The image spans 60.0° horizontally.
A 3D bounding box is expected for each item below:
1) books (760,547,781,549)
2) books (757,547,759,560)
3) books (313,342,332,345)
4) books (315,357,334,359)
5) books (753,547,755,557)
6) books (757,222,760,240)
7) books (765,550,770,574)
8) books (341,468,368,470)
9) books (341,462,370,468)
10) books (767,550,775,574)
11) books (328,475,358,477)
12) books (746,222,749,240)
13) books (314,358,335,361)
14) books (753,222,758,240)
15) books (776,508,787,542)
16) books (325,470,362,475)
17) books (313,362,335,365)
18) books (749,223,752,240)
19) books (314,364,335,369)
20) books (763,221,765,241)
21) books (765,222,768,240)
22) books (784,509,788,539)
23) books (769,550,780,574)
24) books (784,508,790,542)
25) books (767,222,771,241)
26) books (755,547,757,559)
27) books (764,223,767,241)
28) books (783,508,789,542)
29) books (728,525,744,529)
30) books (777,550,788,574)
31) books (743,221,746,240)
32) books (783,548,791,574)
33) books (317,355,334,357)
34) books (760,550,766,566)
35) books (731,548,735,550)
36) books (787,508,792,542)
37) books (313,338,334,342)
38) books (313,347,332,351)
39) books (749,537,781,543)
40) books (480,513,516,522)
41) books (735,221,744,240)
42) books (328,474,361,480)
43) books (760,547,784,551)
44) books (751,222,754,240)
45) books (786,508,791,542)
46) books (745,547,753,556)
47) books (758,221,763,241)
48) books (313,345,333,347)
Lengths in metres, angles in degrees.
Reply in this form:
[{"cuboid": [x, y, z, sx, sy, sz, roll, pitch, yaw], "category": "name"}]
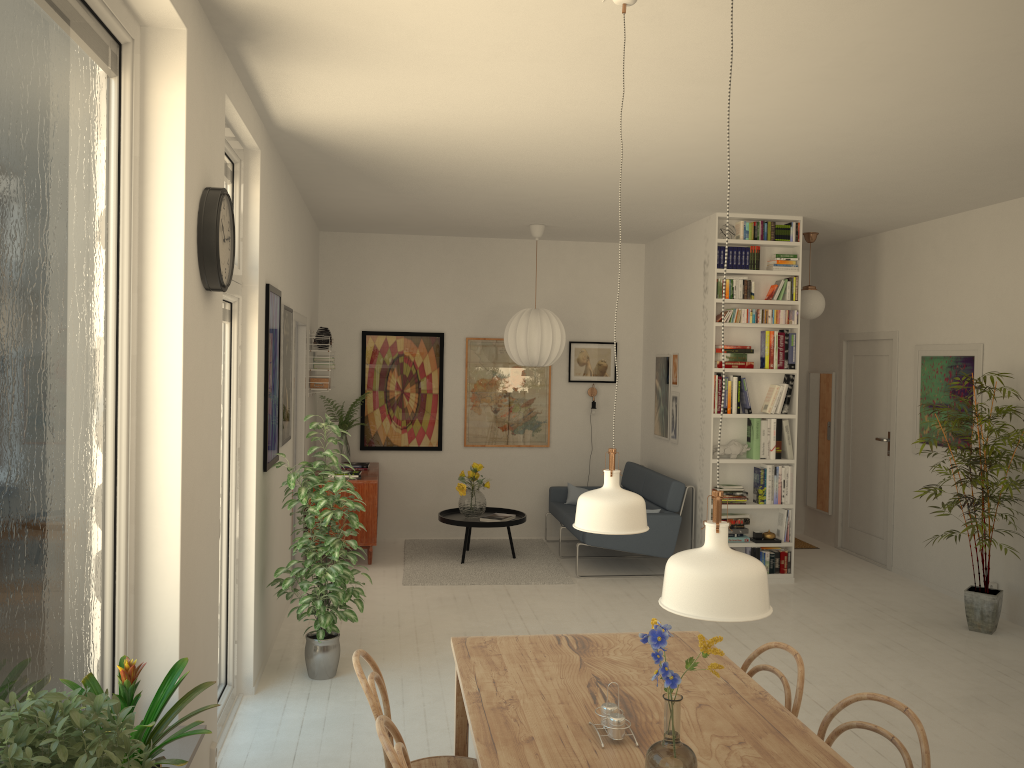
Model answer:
[{"cuboid": [2.054, 1.308, 7.097, 0.165, 0.006, 0.103, 1, 2, -8], "category": "books"}, {"cuboid": [1.925, 1.392, 7.098, 0.015, 0.214, 0.202, 1, 1, -8], "category": "books"}, {"cuboid": [-1.634, -0.348, 7.636, 0.155, 0.024, 0.136, 1, 2, -15], "category": "books"}, {"cuboid": [-1.676, -0.235, 7.947, 0.153, 0.013, 0.197, 1, 2, -6], "category": "books"}, {"cuboid": [1.895, 1.391, 7.099, 0.015, 0.214, 0.202, 1, 1, -8], "category": "books"}, {"cuboid": [1.919, -1.201, 7.052, 0.024, 0.148, 0.188, 1, 1, -8], "category": "books"}, {"cuboid": [2.004, 1.412, 7.117, 0.032, 0.176, 0.222, 1, 1, -8], "category": "books"}, {"cuboid": [-1.475, 0.744, 7.909, 0.371, 0.022, 0.259, 1, 2, -8], "category": "books"}, {"cuboid": [-1.462, 0.724, 7.916, 0.368, 0.020, 0.255, 1, 2, -6], "category": "books"}, {"cuboid": [2.043, 1.419, 7.123, 0.048, 0.163, 0.209, 1, 1, -8], "category": "books"}, {"cuboid": [-1.412, 0.746, 7.294, 0.296, 0.015, 0.240, 1, 2, -9], "category": "books"}, {"cuboid": [1.830, -1.197, 7.013, 0.023, 0.136, 0.161, 1, 1, -8], "category": "books"}, {"cuboid": [-1.678, -0.217, 7.940, 0.173, 0.023, 0.190, 1, 2, -9], "category": "books"}, {"cuboid": [1.896, -1.200, 7.032, 0.028, 0.147, 0.192, 1, 1, -8], "category": "books"}, {"cuboid": [2.150, 1.126, 7.139, 0.034, 0.257, 0.209, 1, 1, -8], "category": "books"}, {"cuboid": [-1.401, 0.731, 7.295, 0.311, 0.015, 0.192, 1, 2, -5], "category": "books"}, {"cuboid": [-1.682, -0.185, 7.939, 0.168, 0.021, 0.197, 1, 2, -6], "category": "books"}, {"cuboid": [1.848, -1.195, 7.059, 0.025, 0.131, 0.253, 1, 1, -8], "category": "books"}, {"cuboid": [-1.678, -0.156, 7.948, 0.179, 0.037, 0.190, 1, 2, -9], "category": "books"}, {"cuboid": [1.960, -1.205, 7.061, 0.012, 0.157, 0.220, 1, 1, -8], "category": "books"}, {"cuboid": [1.989, -1.202, 7.061, 0.009, 0.151, 0.208, 1, 1, -8], "category": "books"}, {"cuboid": [2.159, 1.126, 7.142, 0.030, 0.256, 0.198, 1, 1, -8], "category": "books"}, {"cuboid": [2.090, 1.416, 7.144, 0.050, 0.170, 0.221, 1, 1, -8], "category": "books"}, {"cuboid": [2.188, 1.126, 7.139, 0.008, 0.256, 0.184, 1, 1, -8], "category": "books"}, {"cuboid": [2.007, -1.203, 7.075, 0.032, 0.154, 0.212, 1, 1, -8], "category": "books"}, {"cuboid": [1.911, 1.392, 7.088, 0.015, 0.214, 0.202, 1, 1, -8], "category": "books"}, {"cuboid": [1.976, -1.195, 7.053, 0.019, 0.137, 0.201, 1, 1, -8], "category": "books"}, {"cuboid": [2.174, 1.128, 7.109, 0.033, 0.258, 0.130, 1, 1, -8], "category": "books"}, {"cuboid": [1.705, 1.125, 7.062, 0.247, 0.039, 0.143, 1, 2, -11], "category": "books"}, {"cuboid": [2.145, 1.413, 7.131, 0.056, 0.180, 0.202, 1, 1, -8], "category": "books"}, {"cuboid": [1.809, -1.202, 7.036, 0.013, 0.146, 0.208, 1, 1, -8], "category": "books"}, {"cuboid": [2.187, 1.415, 7.156, 0.032, 0.176, 0.230, 1, 1, -8], "category": "books"}, {"cuboid": [-1.670, -0.249, 7.946, 0.147, 0.016, 0.195, 1, 2, -11], "category": "books"}, {"cuboid": [1.967, 1.410, 7.117, 0.044, 0.179, 0.224, 1, 1, -8], "category": "books"}, {"cuboid": [1.790, 1.404, 7.075, 0.131, 0.188, 0.136, 1, 1, -8], "category": "books"}, {"cuboid": [2.207, 1.127, 7.120, 0.011, 0.256, 0.139, 1, 1, -8], "category": "books"}, {"cuboid": [-1.621, -0.378, 7.632, 0.178, 0.036, 0.145, 1, 2, -15], "category": "books"}, {"cuboid": [-1.634, -0.303, 7.642, 0.159, 0.028, 0.147, 1, 2, -11], "category": "books"}, {"cuboid": [2.015, 1.242, 7.057, 0.214, 0.023, 0.130, 1, 2, -8], "category": "books"}, {"cuboid": [-0.120, 1.147, 7.586, 0.200, 0.031, 0.289, 2, 2, 26], "category": "books"}, {"cuboid": [1.792, -1.203, 7.016, 0.026, 0.149, 0.155, 1, 1, -8], "category": "books"}, {"cuboid": [-1.404, 0.763, 7.296, 0.320, 0.020, 0.237, 1, 2, -12], "category": "books"}, {"cuboid": [2.064, 1.317, 7.117, 0.193, 0.012, 0.130, 1, 2, -8], "category": "books"}, {"cuboid": [1.871, -1.199, 7.048, 0.018, 0.141, 0.206, 1, 1, -8], "category": "books"}, {"cuboid": [2.197, 1.126, 7.128, 0.007, 0.257, 0.181, 1, 1, -8], "category": "books"}, {"cuboid": [1.881, 1.391, 7.089, 0.015, 0.214, 0.202, 1, 1, -8], "category": "books"}, {"cuboid": [1.942, -1.205, 7.063, 0.024, 0.156, 0.228, 1, 1, -8], "category": "books"}, {"cuboid": [-1.625, -0.327, 7.645, 0.158, 0.019, 0.131, 1, 2, -6], "category": "books"}]
